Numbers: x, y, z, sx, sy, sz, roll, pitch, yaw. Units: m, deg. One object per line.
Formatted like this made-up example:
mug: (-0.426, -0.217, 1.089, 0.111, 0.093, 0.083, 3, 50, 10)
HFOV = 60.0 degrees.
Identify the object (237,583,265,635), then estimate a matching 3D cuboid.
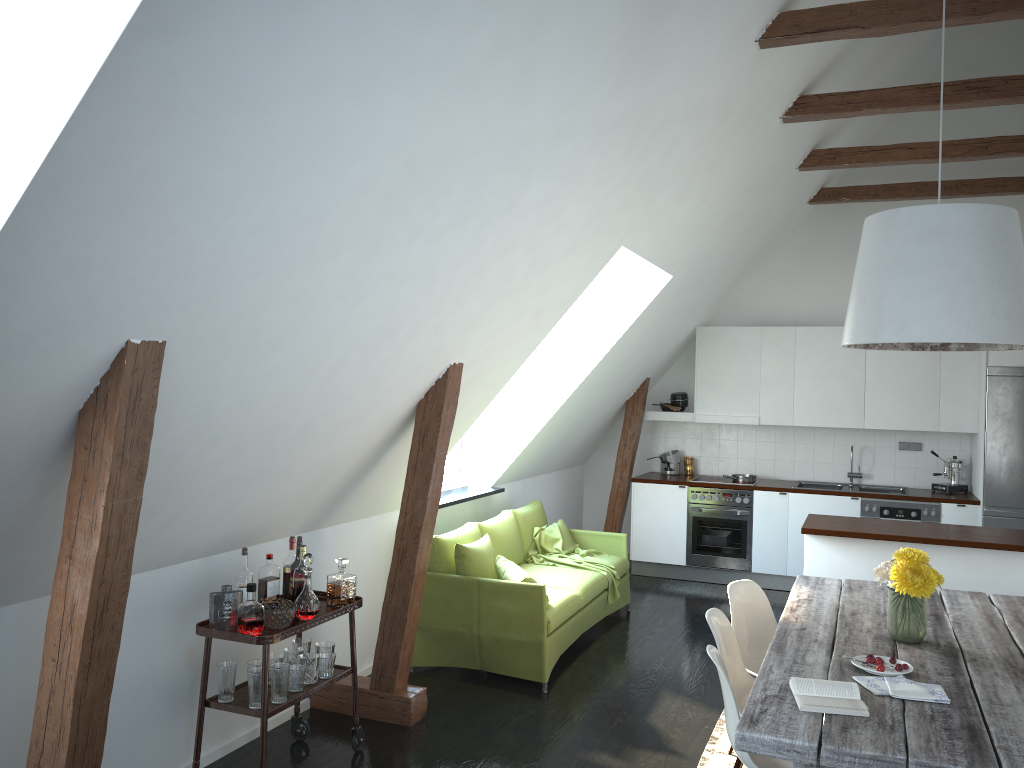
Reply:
object: (-1.074, 0.924, 3.647, 0.087, 0.206, 0.087, 2, 0, -43)

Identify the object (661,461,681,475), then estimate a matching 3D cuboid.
object: (1.574, 0.819, 8.734, 0.200, 0.154, 0.348, 1, 0, 2)

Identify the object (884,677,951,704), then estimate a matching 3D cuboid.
object: (1.331, 1.005, 2.917, 0.182, 0.016, 0.179, 1, 0, 17)

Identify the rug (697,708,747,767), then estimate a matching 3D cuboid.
rug: (1.604, 1.798, 3.438, 1.898, 0.022, 2.677, 1, 0, 22)

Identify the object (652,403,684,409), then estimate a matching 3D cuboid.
object: (1.529, 0.228, 8.765, 0.357, 0.075, 0.244, 1, 0, -7)

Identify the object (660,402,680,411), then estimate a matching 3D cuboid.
object: (1.540, 0.219, 8.673, 0.061, 0.077, 0.331, 2, 0, -20)

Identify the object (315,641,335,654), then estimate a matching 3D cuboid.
object: (-0.881, 1.281, 4.172, 0.095, 0.119, 0.095, 2, 0, -16)

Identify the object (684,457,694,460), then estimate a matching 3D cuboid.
object: (1.750, 0.745, 8.770, 0.100, 0.047, 0.099, 1, 0, 18)

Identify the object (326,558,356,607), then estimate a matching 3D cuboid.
object: (-0.801, 0.929, 4.171, 0.101, 0.211, 0.101, 1, 0, 37)

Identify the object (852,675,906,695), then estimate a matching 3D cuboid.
object: (1.259, 1.005, 2.964, 0.182, 0.014, 0.185, 1, 0, -4)

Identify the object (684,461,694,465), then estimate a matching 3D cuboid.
object: (1.748, 0.782, 8.771, 0.100, 0.036, 0.100, 2, 0, -12)

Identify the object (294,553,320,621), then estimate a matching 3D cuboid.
object: (-0.897, 0.887, 3.888, 0.114, 0.292, 0.114, 1, 0, -6)

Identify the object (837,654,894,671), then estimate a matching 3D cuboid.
object: (1.256, 0.990, 3.153, 0.194, 0.022, 0.019, 1, 0, 37)

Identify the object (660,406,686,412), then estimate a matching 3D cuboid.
object: (1.581, 0.244, 8.703, 0.243, 0.056, 0.350, 1, 0, 11)

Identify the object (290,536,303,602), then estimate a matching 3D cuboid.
object: (-0.981, 0.866, 4.079, 0.080, 0.329, 0.080, 1, 0, 13)

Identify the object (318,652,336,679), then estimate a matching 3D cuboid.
object: (-0.853, 1.292, 4.065, 0.092, 0.099, 0.092, 1, 0, 0)

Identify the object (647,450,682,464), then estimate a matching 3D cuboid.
object: (1.498, 0.738, 8.798, 0.371, 0.169, 0.203, 1, 0, -6)

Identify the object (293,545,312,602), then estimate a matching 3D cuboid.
object: (-0.944, 0.880, 3.998, 0.081, 0.307, 0.081, 1, 0, 28)

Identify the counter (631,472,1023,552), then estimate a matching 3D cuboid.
counter: (2.382, 0.935, 6.972, 3.365, 0.038, 3.085, 1, 0, 22)

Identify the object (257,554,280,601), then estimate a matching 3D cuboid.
object: (-1.102, 0.900, 4.020, 0.067, 0.257, 0.099, 1, 0, 27)

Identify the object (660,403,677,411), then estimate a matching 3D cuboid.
object: (1.525, 0.226, 8.669, 0.065, 0.065, 0.332, 2, 0, -11)

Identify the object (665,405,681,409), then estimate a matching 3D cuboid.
object: (1.582, 0.223, 8.705, 0.065, 0.031, 0.335, 2, 0, -21)

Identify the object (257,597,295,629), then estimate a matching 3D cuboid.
object: (-1.011, 0.983, 3.790, 0.151, 0.092, 0.245, 2, 0, -39)

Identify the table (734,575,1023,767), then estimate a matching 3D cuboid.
table: (1.609, 1.412, 3.461, 1.141, 0.788, 2.421, 1, 0, 22)

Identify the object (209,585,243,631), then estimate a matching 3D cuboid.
object: (-1.194, 0.936, 3.708, 0.135, 0.182, 0.052, 2, 0, -31)

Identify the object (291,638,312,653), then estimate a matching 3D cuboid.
object: (-1.002, 1.278, 4.218, 0.095, 0.119, 0.095, 2, 0, -16)

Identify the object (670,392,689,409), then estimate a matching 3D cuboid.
object: (1.649, 0.160, 8.745, 0.190, 0.166, 0.200, 2, 0, -15)

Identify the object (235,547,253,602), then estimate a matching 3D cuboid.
object: (-1.155, 0.866, 3.823, 0.073, 0.320, 0.073, 1, 0, 13)

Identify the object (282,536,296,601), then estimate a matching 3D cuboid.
object: (-1.044, 0.877, 4.203, 0.081, 0.308, 0.081, 1, 0, 14)

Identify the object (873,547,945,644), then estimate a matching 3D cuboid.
object: (1.581, 0.837, 3.532, 0.233, 0.365, 0.293, 1, 0, -7)

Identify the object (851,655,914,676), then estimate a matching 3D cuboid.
object: (1.309, 1.002, 3.138, 0.205, 0.024, 0.205, 1, 0, 14)

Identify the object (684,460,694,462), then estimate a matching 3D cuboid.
object: (1.749, 0.765, 8.771, 0.100, 0.036, 0.100, 2, 0, -40)

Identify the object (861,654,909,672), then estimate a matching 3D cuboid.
object: (1.325, 0.991, 3.143, 0.132, 0.034, 0.144, 1, 0, -6)

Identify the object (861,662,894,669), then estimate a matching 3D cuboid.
object: (1.293, 0.998, 3.143, 0.110, 0.011, 0.058, 1, 0, 26)
